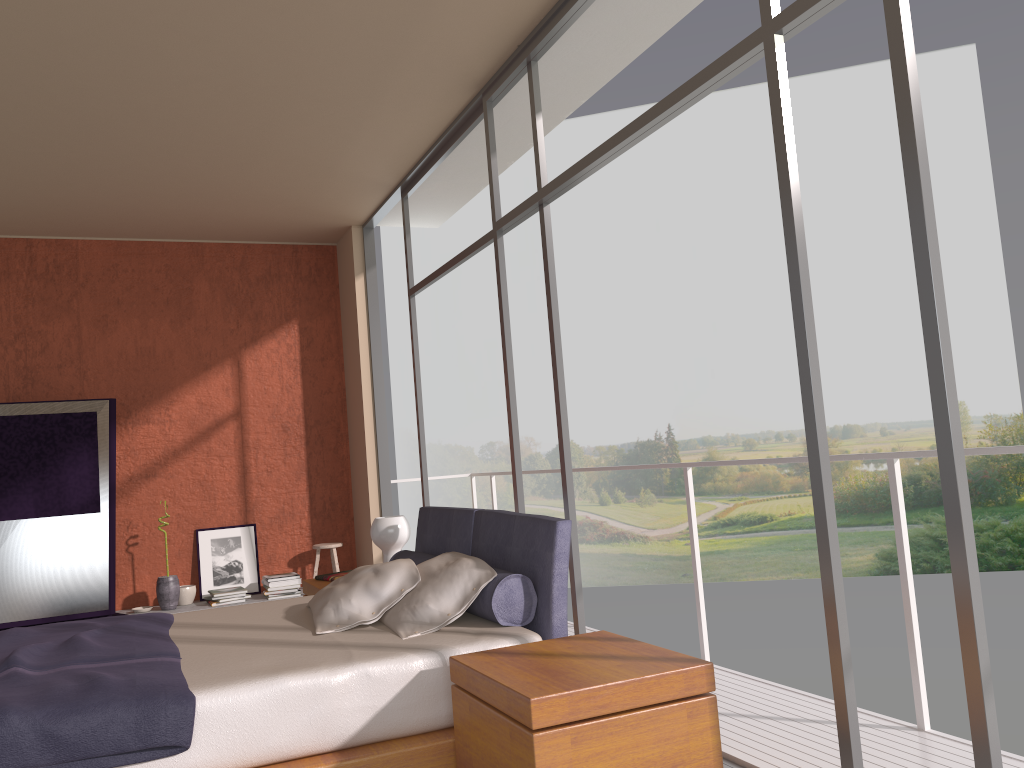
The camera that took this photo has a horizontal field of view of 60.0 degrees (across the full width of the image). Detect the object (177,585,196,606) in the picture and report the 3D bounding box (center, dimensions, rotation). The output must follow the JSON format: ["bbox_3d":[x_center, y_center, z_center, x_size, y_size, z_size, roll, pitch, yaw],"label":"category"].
[{"bbox_3d":[-2.504,1.616,6.767,0.179,0.137,0.180,-4,-5,-11],"label":"object"}]

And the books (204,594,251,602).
[{"bbox_3d":[-2.157,1.617,6.724,0.247,0.018,0.328,-1,-6,-39],"label":"books"}]

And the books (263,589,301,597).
[{"bbox_3d":[-1.778,1.608,6.855,0.247,0.018,0.287,-2,-5,-24],"label":"books"}]

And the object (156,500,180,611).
[{"bbox_3d":[-2.569,1.268,6.595,0.165,0.810,0.165,-5,-5,0],"label":"object"}]

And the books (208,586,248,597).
[{"bbox_3d":[-2.155,1.573,6.720,0.247,0.018,0.328,-2,-5,-27],"label":"books"}]

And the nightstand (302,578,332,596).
[{"bbox_3d":[-0.834,1.384,5.025,0.562,0.556,0.628,-2,-5,-23],"label":"nightstand"}]

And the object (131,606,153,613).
[{"bbox_3d":[-2.725,1.671,6.540,0.152,0.040,0.152,-6,-5,11],"label":"object"}]

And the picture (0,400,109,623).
[{"bbox_3d":[-3.401,0.878,6.186,1.129,1.496,0.126,-2,-5,-23],"label":"picture"}]

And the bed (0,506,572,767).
[{"bbox_3d":[-1.202,1.086,3.476,2.462,0.959,2.017,-2,-5,-23],"label":"bed"}]

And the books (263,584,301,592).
[{"bbox_3d":[-1.780,1.559,6.854,0.247,0.027,0.328,-3,-5,-22],"label":"books"}]

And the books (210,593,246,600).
[{"bbox_3d":[-2.150,1.593,6.714,0.247,0.025,0.287,-3,-5,-21],"label":"books"}]

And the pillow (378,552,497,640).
[{"bbox_3d":[-0.343,0.837,3.562,0.400,0.265,0.791,-3,-5,-21],"label":"pillow"}]

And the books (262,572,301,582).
[{"bbox_3d":[-1.787,1.496,6.865,0.247,0.025,0.287,-2,-5,-24],"label":"books"}]

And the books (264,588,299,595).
[{"bbox_3d":[-1.773,1.584,6.833,0.247,0.025,0.287,-3,-5,-13],"label":"books"}]

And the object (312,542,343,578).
[{"bbox_3d":[-1.464,1.465,7.153,0.260,0.349,0.257,-8,-6,36],"label":"object"}]

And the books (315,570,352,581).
[{"bbox_3d":[-0.958,1.110,5.127,0.247,0.025,0.287,0,-7,-43],"label":"books"}]

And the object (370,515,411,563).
[{"bbox_3d":[-0.671,0.912,4.952,0.224,0.338,0.224,-4,-5,-12],"label":"object"}]

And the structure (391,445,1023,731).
[{"bbox_3d":[0.892,0.836,3.696,0.728,1.005,7.689,-2,-5,-23],"label":"structure"}]

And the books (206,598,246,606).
[{"bbox_3d":[-2.164,1.639,6.709,0.247,0.025,0.287,-2,-5,-27],"label":"books"}]

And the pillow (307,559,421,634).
[{"bbox_3d":[-0.651,0.893,3.814,0.431,0.264,0.869,-3,-5,-16],"label":"pillow"}]

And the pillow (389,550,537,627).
[{"bbox_3d":[-0.265,0.869,3.890,0.205,0.201,1.470,-2,-5,-23],"label":"pillow"}]

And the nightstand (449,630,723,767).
[{"bbox_3d":[0.202,1.094,2.613,0.562,0.556,0.628,-2,-5,-23],"label":"nightstand"}]

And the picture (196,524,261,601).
[{"bbox_3d":[-2.243,1.405,7.016,0.458,0.550,0.117,-2,-5,-23],"label":"picture"}]

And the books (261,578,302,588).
[{"bbox_3d":[-1.782,1.526,6.856,0.247,0.038,0.319,-2,-5,-26],"label":"books"}]

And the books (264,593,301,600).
[{"bbox_3d":[-1.774,1.625,6.848,0.247,0.018,0.328,-3,-5,-22],"label":"books"}]

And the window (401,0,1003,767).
[{"bbox_3d":[0.522,-0.147,3.443,0.075,3.133,6.106,-2,-5,-23],"label":"window"}]
